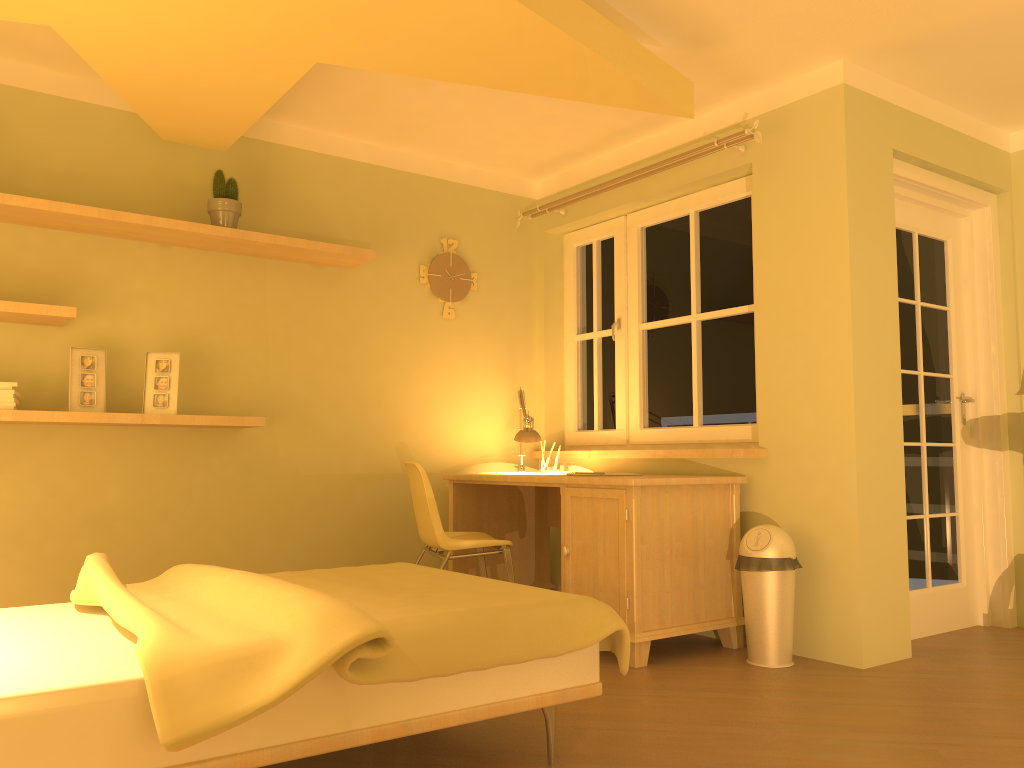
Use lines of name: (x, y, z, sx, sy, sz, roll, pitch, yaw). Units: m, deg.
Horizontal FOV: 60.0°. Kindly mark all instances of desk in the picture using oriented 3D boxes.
desk: (0.325, 0.787, 4.140, 0.684, 0.720, 1.396, 3, -6, -36)

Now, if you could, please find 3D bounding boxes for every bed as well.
bed: (-0.939, 0.531, 2.138, 2.378, 0.894, 1.286, 4, -6, -36)

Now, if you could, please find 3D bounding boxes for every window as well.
window: (0.739, -0.291, 4.542, 0.142, 1.263, 1.486, 3, -6, -36)

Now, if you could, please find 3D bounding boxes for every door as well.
door: (1.900, 0.139, 4.081, 0.884, 2.033, 0.098, 3, -6, -36)

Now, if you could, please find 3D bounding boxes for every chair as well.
chair: (-0.283, 0.744, 4.014, 0.546, 0.785, 0.531, 1, -5, -16)

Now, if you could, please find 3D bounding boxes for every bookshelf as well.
bookshelf: (-1.777, -0.065, 3.483, 2.605, 1.240, 0.300, 3, -6, -36)

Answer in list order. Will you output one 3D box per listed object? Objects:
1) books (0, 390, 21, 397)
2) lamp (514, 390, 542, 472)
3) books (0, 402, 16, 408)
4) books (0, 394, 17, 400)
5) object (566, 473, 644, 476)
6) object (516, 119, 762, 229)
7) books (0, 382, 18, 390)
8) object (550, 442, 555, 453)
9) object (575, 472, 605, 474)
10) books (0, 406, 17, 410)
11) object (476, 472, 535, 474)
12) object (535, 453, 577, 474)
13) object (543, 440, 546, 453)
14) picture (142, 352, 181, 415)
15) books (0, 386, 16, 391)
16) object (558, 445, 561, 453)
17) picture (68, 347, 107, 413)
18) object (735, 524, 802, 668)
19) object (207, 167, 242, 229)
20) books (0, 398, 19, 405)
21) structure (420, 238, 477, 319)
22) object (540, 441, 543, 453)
books: (-1.996, 0.032, 3.304, 0.270, 0.015, 0.190, 2, -5, -23)
lamp: (0.046, 0.239, 4.639, 0.140, 0.455, 0.484, 1, -5, -11)
books: (-2.003, 0.078, 3.304, 0.270, 0.015, 0.190, 3, -5, -28)
books: (-2.002, 0.047, 3.299, 0.270, 0.015, 0.190, 2, -5, -25)
object: (0.415, 0.409, 3.997, 0.300, 0.010, 0.210, 1, -5, -11)
object: (0.591, -0.983, 4.394, 0.190, 0.113, 1.708, 3, -6, -36)
books: (-2.003, 0.003, 3.310, 0.270, 0.015, 0.190, 3, -6, -30)
object: (0.199, 0.390, 4.755, 0.073, 0.155, 0.008, -2, -5, 18)
object: (0.348, 0.400, 3.974, 0.166, 0.009, 0.008, -5, -7, 45)
books: (-2.003, 0.093, 3.303, 0.270, 0.015, 0.190, 2, -5, -25)
object: (-0.033, 0.456, 4.540, 0.300, 0.009, 0.040, 0, -5, -6)
object: (0.231, 0.419, 4.683, 0.070, 0.105, 0.240, 5, -7, -44)
object: (0.169, 0.386, 4.775, 0.034, 0.165, 0.009, 5, -7, -44)
picture: (-1.458, 0.004, 3.724, 0.134, 0.264, 0.171, 1, -5, -10)
books: (-2.016, 0.018, 3.315, 0.270, 0.015, 0.190, 2, -5, -25)
object: (0.239, 0.394, 4.713, 0.043, 0.138, 0.010, -3, -5, 28)
picture: (-1.727, -0.008, 3.580, 0.134, 0.264, 0.171, 4, -6, -37)
object: (1.013, 0.825, 3.499, 0.255, 0.535, 0.248, 0, -5, -2)
object: (-1.259, -0.803, 3.889, 0.145, 0.294, 0.145, -3, -6, 35)
books: (-1.996, 0.062, 3.299, 0.270, 0.015, 0.190, 2, -5, -24)
structure: (-0.331, -0.567, 4.752, 0.360, 0.432, 0.027, 3, -6, -36)
object: (0.167, 0.384, 4.758, 0.009, 0.162, 0.053, -3, -6, 29)
